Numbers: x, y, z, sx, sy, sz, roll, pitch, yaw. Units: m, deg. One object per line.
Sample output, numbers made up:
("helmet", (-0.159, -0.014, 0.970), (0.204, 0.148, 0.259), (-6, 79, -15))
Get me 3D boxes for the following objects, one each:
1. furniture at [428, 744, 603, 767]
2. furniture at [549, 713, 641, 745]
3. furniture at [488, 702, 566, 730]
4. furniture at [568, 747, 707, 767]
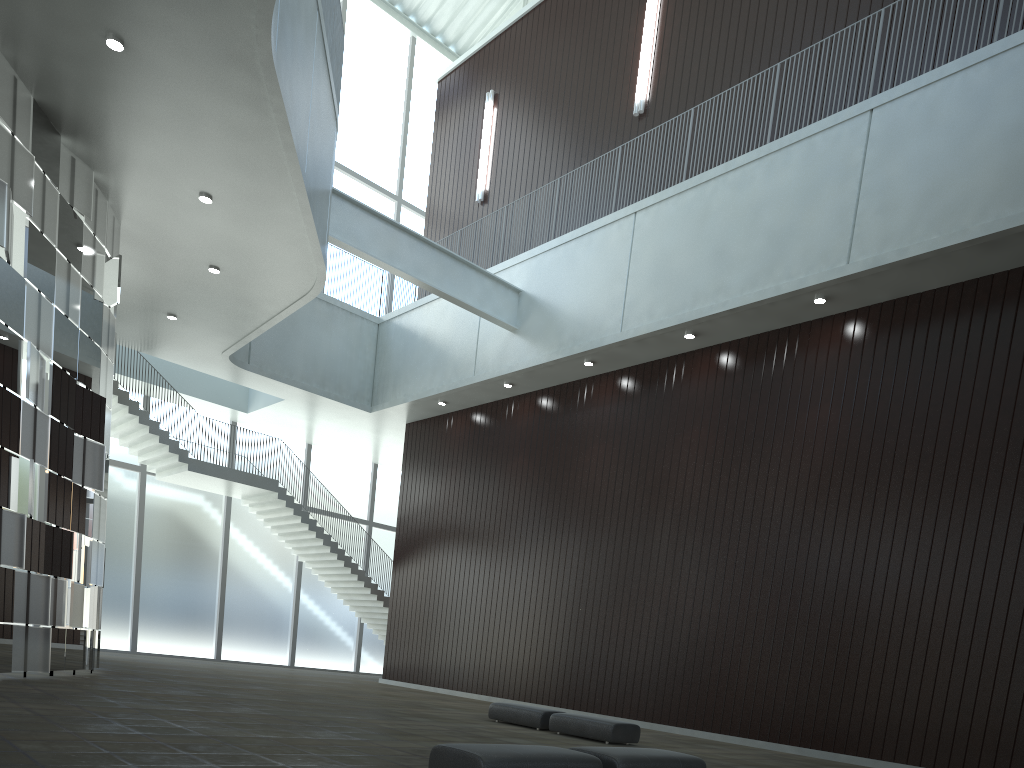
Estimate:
("furniture", (0.145, 9.464, 19.655), (4.199, 1.067, 2.120), (22, -20, -40))
("furniture", (3.827, 16.126, 37.448), (2.223, 1.063, 4.006), (18, -21, -39))
("furniture", (0.836, 16.942, 40.758), (2.223, 1.063, 4.006), (18, -21, -39))
("furniture", (3.503, 10.915, 22.691), (4.199, 1.067, 2.120), (22, -20, -40))
